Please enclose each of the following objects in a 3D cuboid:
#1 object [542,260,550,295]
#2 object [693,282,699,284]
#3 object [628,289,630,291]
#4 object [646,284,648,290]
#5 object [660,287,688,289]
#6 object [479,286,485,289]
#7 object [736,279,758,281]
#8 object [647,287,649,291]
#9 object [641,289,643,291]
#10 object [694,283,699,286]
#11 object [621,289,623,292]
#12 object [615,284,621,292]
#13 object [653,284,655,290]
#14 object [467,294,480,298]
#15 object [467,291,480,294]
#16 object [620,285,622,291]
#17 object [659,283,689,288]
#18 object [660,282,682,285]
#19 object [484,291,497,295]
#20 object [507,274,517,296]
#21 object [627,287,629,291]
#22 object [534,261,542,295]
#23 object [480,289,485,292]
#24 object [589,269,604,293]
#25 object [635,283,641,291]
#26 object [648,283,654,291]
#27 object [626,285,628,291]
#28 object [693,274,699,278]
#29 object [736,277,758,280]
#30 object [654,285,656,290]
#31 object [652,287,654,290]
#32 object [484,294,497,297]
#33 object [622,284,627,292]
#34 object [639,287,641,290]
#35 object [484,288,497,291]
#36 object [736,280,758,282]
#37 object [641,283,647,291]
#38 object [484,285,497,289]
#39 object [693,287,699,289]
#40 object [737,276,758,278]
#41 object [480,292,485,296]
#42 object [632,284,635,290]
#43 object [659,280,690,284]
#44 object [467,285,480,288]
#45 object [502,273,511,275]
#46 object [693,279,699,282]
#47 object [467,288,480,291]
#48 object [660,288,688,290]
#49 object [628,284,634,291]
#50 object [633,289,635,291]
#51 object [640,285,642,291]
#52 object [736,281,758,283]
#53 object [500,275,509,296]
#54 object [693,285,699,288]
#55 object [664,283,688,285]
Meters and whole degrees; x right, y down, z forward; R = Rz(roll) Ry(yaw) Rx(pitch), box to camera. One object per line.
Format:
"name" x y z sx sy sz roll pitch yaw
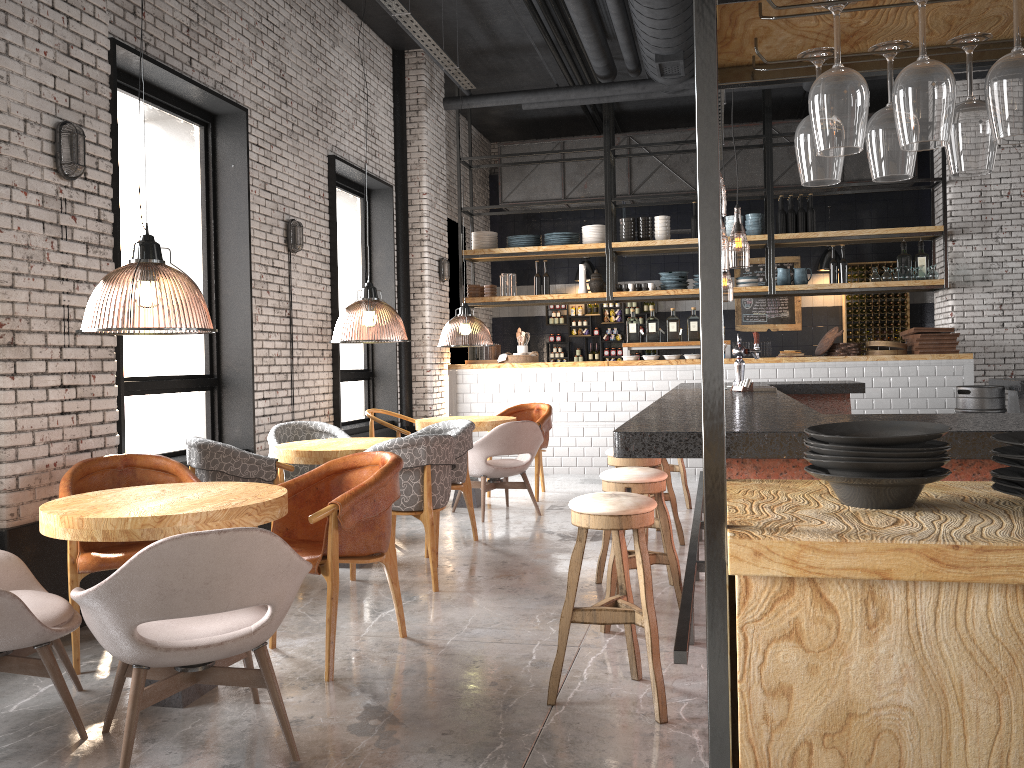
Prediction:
"object" 0.435 -1.348 11.381 0.098 0.471 0.098 -1 0 -9
"object" 2.424 -1.229 10.769 0.453 0.062 0.454 -2 2 -33
"object" 1.450 -1.177 11.131 0.072 0.097 0.072 -1 1 32
"object" 1.629 -1.174 10.849 0.072 0.097 0.072 -2 1 -28
"object" 1.988 -1.165 10.871 0.335 0.046 0.334 -1 1 -2
"object" -0.409 -1.246 11.562 0.157 0.053 0.168 -1 1 13
"object" 2.828 -1.241 10.677 0.263 0.029 0.263 -2 1 -11
"object" 1.682 -1.181 11.077 0.072 0.097 0.072 -1 1 -20
"object" 1.606 -1.179 11.095 0.072 0.097 0.072 -2 1 -33
"object" 2.428 -1.205 10.770 0.453 0.050 0.454 0 2 33
"object" 1.348 -1.172 11.035 0.072 0.097 0.072 -1 1 1
"object" 1.295 -1.165 10.806 0.072 0.097 0.072 -1 1 36
"object" 1.732 -1.178 10.946 0.072 0.097 0.072 -1 1 12
"object" -0.479 -1.116 11.317 0.157 0.053 0.168 -1 1 13
"object" -0.480 -1.161 11.317 0.157 0.053 0.168 -1 1 13
"object" 1.322 -1.169 10.920 0.072 0.097 0.072 -1 1 12
"object" 1.987 -1.187 10.875 0.373 0.067 0.372 -1 1 -6
"object" 1.985 -1.216 10.872 0.334 0.045 0.335 -1 1 9
"object" -0.284 -1.168 11.423 0.157 0.053 0.168 -1 1 18
"object" 0.002 -1.244 11.243 0.118 0.293 0.169 -1 1 18
"object" 1.423 -1.173 11.017 0.072 0.097 0.072 -1 1 45
"object" 0.330 -1.346 11.406 0.098 0.471 0.098 -1 0 -9
"object" -0.409 -1.205 11.562 0.157 0.053 0.168 -1 1 13
"object" 1.050 -1.273 11.025 0.196 0.305 0.196 -2 1 -39
"object" 1.527 -1.169 10.753 0.072 0.097 0.072 -1 1 33
"object" 1.679 -1.172 10.718 0.072 0.097 0.072 -1 1 45
"object" 1.397 -1.170 10.903 0.072 0.097 0.072 -1 1 -1
"object" 2.426 -1.300 10.769 0.453 0.062 0.454 0 2 28
"object" 2.829 -1.259 10.677 0.265 0.034 0.265 -1 2 26
"object" 1.758 -1.182 11.060 0.072 0.097 0.072 -1 1 14
"object" 1.705 -1.175 10.832 0.072 0.097 0.072 -1 1 17
"object" -0.283 -1.123 11.423 0.157 0.053 0.168 -1 1 18
"object" 1.371 -1.167 10.789 0.072 0.097 0.072 -1 1 35
"object" 1.553 -1.173 10.867 0.072 0.097 0.072 -1 1 41
"object" -0.285 -1.204 11.423 0.157 0.053 0.168 -1 1 18
"object" 2.829 -1.230 10.677 0.263 0.028 0.263 0 2 40
"object" 1.602 -1.170 10.735 0.072 0.097 0.072 -1 1 22
"object" -0.286 -1.245 11.423 0.157 0.053 0.168 -1 1 18
"object" 2.427 -1.156 10.770 0.454 0.033 0.454 -1 1 -5
"object" 2.827 -1.270 10.677 0.265 0.037 0.265 -1 1 8
"object" -0.408 -1.169 11.562 0.157 0.053 0.168 -1 1 13
"object" 1.474 -1.171 10.885 0.072 0.097 0.072 -1 1 14
"object" 1.989 -1.239 10.870 0.371 0.071 0.373 -1 2 25
"object" -0.482 -1.238 11.317 0.157 0.053 0.168 -1 1 13
"object" -0.054 -1.262 11.405 0.179 0.313 0.126 -2 1 -44
"object" 2.426 -1.253 10.768 0.454 0.065 0.452 -2 2 -24
"object" -0.481 -1.197 11.317 0.157 0.053 0.168 -1 1 13
"object" 1.988 -1.151 10.872 0.335 0.033 0.335 -2 1 -18
"object" 1.447 -1.168 10.771 0.072 0.097 0.072 -2 1 -37
"object" 1.500 -1.175 10.999 0.072 0.097 0.072 -1 1 1
"object" 1.580 -1.176 10.981 0.072 0.097 0.072 -1 1 43
"object" 2.829 -1.219 10.676 0.263 0.032 0.263 -2 2 -28
"object" -0.087 -1.230 11.154 0.106 0.264 0.152 -1 1 41
"object" 2.426 -1.181 10.770 0.454 0.042 0.454 -2 1 -12
"object" 1.985 -1.204 10.873 0.334 0.051 0.335 0 2 43
